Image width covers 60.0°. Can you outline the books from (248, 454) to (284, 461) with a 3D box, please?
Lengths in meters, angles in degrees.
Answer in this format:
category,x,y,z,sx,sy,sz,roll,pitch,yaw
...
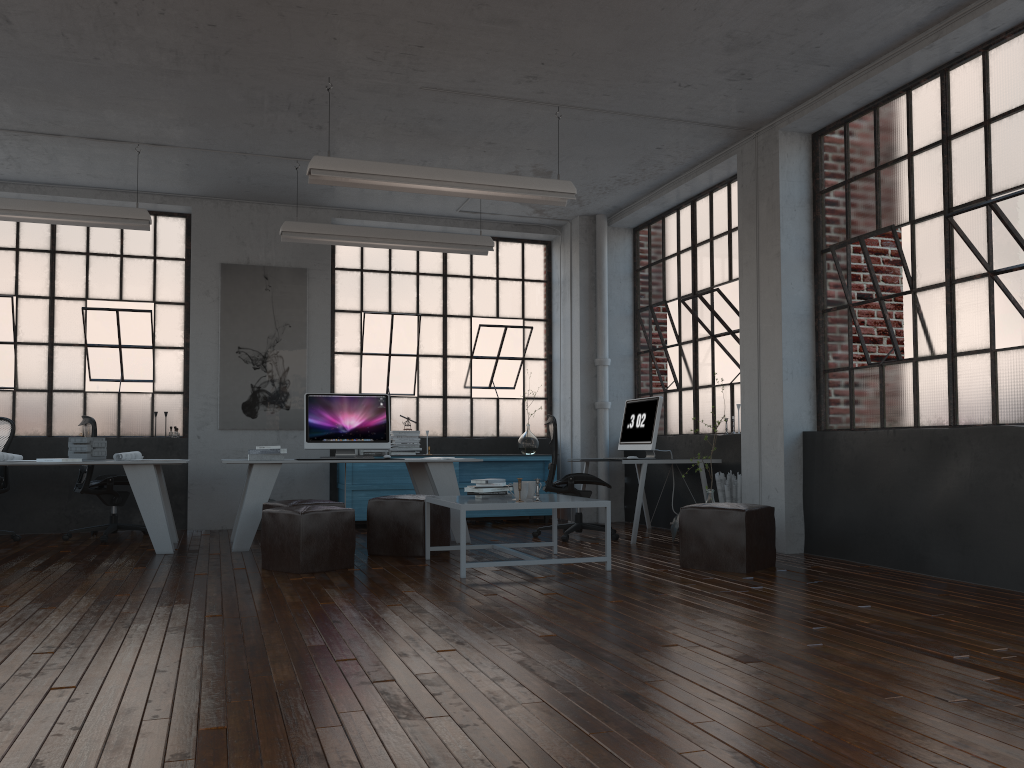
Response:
category,x,y,z,sx,sy,sz,roll,pitch,yaw
books,-1.972,0.587,7.104,0.271,0.050,0.200,1,-4,-18

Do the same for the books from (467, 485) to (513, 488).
category,x,y,z,sx,sy,sz,roll,pitch,yaw
books,-0.154,0.707,6.115,0.275,0.014,0.200,1,-4,-18

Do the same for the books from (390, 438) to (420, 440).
category,x,y,z,sx,sy,sz,roll,pitch,yaw
books,-1.122,0.580,9.296,0.288,0.016,0.183,1,-4,-18

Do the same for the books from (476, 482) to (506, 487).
category,x,y,z,sx,sy,sz,roll,pitch,yaw
books,-0.143,0.690,6.087,0.185,0.026,0.125,-1,-4,12

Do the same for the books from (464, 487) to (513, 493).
category,x,y,z,sx,sy,sz,roll,pitch,yaw
books,-0.163,0.725,6.114,0.272,0.031,0.200,4,-6,-43

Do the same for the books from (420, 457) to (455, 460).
category,x,y,z,sx,sy,sz,roll,pitch,yaw
books,-0.626,0.626,7.470,0.205,0.019,0.244,-2,-4,21

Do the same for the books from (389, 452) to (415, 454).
category,x,y,z,sx,sy,sz,roll,pitch,yaw
books,-1.127,0.703,9.036,0.248,0.014,0.187,1,-4,-20

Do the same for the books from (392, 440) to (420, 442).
category,x,y,z,sx,sy,sz,roll,pitch,yaw
books,-1.110,0.596,9.285,0.263,0.017,0.168,1,-4,-18

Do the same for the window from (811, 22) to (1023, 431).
category,x,y,z,sx,sy,sz,roll,pitch,yaw
window,2.720,-0.853,5.509,0.670,2.387,2.594,1,-4,-18

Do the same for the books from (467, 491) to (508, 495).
category,x,y,z,sx,sy,sz,roll,pitch,yaw
books,-0.165,0.749,6.114,0.274,0.025,0.210,0,-4,2

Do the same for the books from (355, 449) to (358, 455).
category,x,y,z,sx,sy,sz,roll,pitch,yaw
books,-1.614,0.609,9.122,0.032,0.238,0.173,1,-3,-18

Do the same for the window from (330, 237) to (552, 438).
category,x,y,z,sx,sy,sz,roll,pitch,yaw
window,-0.742,-0.530,9.802,2.591,2.388,0.670,1,-3,-18

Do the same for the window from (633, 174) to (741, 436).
category,x,y,z,sx,sy,sz,roll,pitch,yaw
window,1.745,-0.638,8.426,0.670,2.387,2.594,1,-4,-18

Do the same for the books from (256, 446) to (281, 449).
category,x,y,z,sx,sy,sz,roll,pitch,yaw
books,-1.955,0.509,7.105,0.185,0.030,0.153,1,-4,-18

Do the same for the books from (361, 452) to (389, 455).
category,x,y,z,sx,sy,sz,roll,pitch,yaw
books,-1.384,0.703,8.954,0.258,0.032,0.191,1,-4,-16

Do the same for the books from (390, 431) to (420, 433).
category,x,y,z,sx,sy,sz,roll,pitch,yaw
books,-1.124,0.498,9.269,0.288,0.016,0.183,1,-4,-18

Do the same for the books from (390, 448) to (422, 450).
category,x,y,z,sx,sy,sz,roll,pitch,yaw
books,-1.123,0.682,9.275,0.331,0.025,0.176,1,-4,-18

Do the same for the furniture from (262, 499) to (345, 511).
category,x,y,z,sx,sy,sz,roll,pitch,yaw
furniture,-1.514,1.059,6.430,0.480,0.439,0.480,3,-4,-40

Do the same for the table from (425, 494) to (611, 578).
category,x,y,z,sx,sy,sz,roll,pitch,yaw
table,0.010,0.995,5.981,0.991,0.444,0.974,1,-4,-18

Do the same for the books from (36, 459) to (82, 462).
category,x,y,z,sx,sy,sz,roll,pitch,yaw
books,-3.395,0.572,6.654,0.235,0.024,0.200,-1,-4,18

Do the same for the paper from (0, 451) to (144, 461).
category,x,y,z,sx,sy,sz,roll,pitch,yaw
paper,-3.553,0.572,7.065,1.075,0.105,0.977,1,-4,-18

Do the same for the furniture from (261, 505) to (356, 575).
category,x,y,z,sx,sy,sz,roll,pitch,yaw
furniture,-1.342,1.020,5.841,0.471,0.430,0.471,-3,-4,40

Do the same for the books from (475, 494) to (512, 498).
category,x,y,z,sx,sy,sz,roll,pitch,yaw
books,-0.130,0.771,6.111,0.218,0.028,0.172,1,-4,-18

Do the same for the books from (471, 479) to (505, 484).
category,x,y,z,sx,sy,sz,roll,pitch,yaw
books,-0.164,0.666,6.083,0.141,0.026,0.202,-4,-5,41

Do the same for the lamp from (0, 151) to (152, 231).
category,x,y,z,sx,sy,sz,roll,pitch,yaw
lamp,-3.813,-1.592,6.894,1.877,0.628,0.202,1,-3,-18

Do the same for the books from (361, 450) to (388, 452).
category,x,y,z,sx,sy,sz,roll,pitch,yaw
books,-1.389,0.675,8.946,0.242,0.023,0.191,1,-4,-20

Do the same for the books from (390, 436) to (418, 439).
category,x,y,z,sx,sy,sz,roll,pitch,yaw
books,-1.144,0.558,9.289,0.296,0.028,0.180,1,-4,-18

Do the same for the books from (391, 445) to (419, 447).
category,x,y,z,sx,sy,sz,roll,pitch,yaw
books,-1.132,0.651,9.289,0.288,0.016,0.183,1,-4,-18

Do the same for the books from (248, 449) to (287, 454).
category,x,y,z,sx,sy,sz,roll,pitch,yaw
books,-1.952,0.539,7.089,0.257,0.044,0.193,0,-4,2

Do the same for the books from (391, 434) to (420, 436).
category,x,y,z,sx,sy,sz,roll,pitch,yaw
books,-1.120,0.534,9.281,0.273,0.021,0.174,1,-4,-18

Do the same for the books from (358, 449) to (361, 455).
category,x,y,z,sx,sy,sz,roll,pitch,yaw
books,-1.571,0.609,9.125,0.053,0.240,0.173,1,-3,-18

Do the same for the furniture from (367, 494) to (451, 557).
category,x,y,z,sx,sy,sz,roll,pitch,yaw
furniture,-0.773,1.064,6.680,0.503,0.460,0.504,-1,-4,20

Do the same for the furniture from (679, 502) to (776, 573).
category,x,y,z,sx,sy,sz,roll,pitch,yaw
furniture,1.424,1.016,5.855,0.503,0.460,0.504,-3,-4,39

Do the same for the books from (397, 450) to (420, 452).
category,x,y,z,sx,sy,sz,roll,pitch,yaw
books,-1.123,0.701,9.263,0.285,0.012,0.159,1,-4,-18

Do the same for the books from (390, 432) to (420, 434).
category,x,y,z,sx,sy,sz,roll,pitch,yaw
books,-1.122,0.515,9.281,0.288,0.016,0.183,1,-4,-18

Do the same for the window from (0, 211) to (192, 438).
category,x,y,z,sx,sy,sz,roll,pitch,yaw
window,-4.449,-0.609,8.565,2.591,2.388,0.670,1,-3,-18
